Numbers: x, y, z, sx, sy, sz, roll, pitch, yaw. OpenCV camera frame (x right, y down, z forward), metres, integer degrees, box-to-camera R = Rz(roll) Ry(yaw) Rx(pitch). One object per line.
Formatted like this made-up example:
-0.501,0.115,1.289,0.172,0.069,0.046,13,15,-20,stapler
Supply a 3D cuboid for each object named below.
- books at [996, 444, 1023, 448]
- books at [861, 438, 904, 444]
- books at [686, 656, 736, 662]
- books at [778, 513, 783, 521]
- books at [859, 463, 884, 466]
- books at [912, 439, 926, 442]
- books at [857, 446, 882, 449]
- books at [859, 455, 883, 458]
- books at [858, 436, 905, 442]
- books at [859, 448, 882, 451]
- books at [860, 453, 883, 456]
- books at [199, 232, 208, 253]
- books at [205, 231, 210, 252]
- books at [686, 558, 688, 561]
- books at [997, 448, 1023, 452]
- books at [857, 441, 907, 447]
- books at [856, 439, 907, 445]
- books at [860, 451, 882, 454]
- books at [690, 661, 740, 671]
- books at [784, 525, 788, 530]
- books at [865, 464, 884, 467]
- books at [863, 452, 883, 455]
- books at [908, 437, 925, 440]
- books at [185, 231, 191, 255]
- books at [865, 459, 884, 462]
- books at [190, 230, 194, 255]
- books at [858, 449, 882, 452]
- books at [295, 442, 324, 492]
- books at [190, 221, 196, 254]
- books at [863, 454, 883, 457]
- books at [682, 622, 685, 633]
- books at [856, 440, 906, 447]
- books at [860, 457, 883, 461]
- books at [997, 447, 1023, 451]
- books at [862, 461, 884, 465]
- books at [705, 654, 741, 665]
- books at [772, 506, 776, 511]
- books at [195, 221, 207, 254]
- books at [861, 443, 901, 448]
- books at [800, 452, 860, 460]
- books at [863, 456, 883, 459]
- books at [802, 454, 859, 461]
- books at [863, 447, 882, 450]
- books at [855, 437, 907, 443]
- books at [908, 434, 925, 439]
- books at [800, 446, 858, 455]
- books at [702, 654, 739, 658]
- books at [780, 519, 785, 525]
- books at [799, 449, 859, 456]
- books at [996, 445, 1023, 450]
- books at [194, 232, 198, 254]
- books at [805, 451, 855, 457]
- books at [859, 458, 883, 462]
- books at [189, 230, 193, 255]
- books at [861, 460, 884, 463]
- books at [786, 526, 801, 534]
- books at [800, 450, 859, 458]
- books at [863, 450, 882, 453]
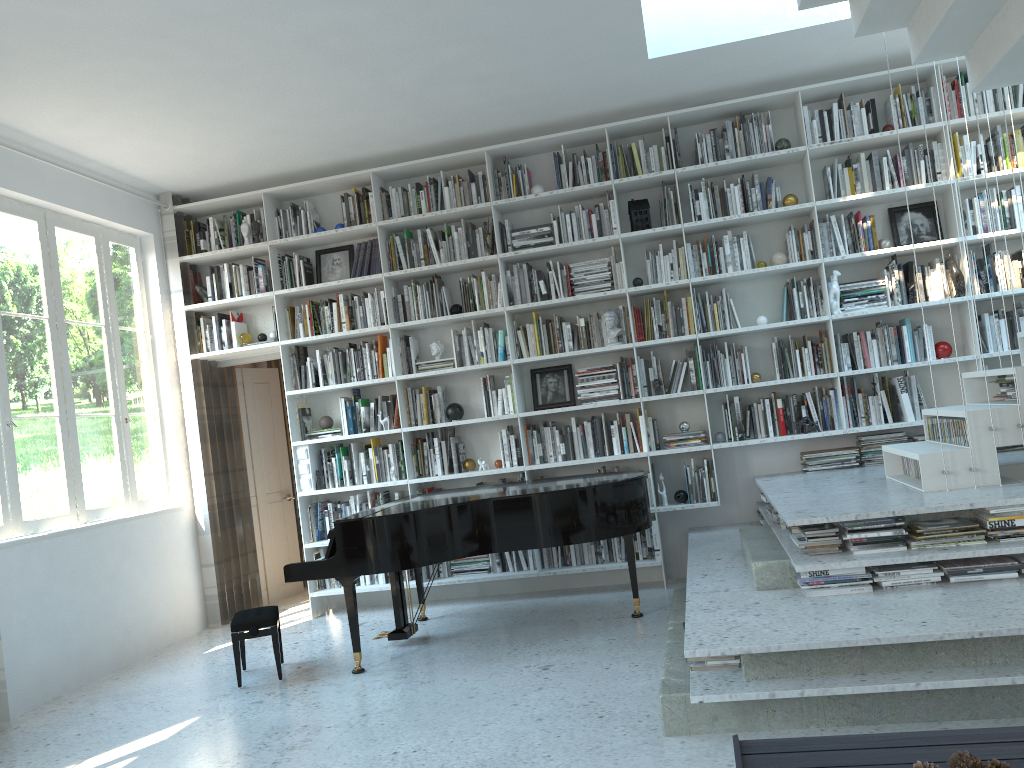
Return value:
3.164,0.386,5.640,0.359,0.009,0.201,-8,-3,12,books
2.409,0.369,5.787,0.254,0.006,0.161,-8,-3,15,books
0.790,1.054,3.498,0.187,0.017,0.205,-8,-3,16,books
1.478,0.677,4.570,0.174,0.029,0.250,-8,-3,9,books
2.427,0.509,5.792,0.285,0.007,0.159,-8,-3,11,books
2.772,0.345,5.717,0.328,0.008,0.207,-8,-3,13,books
2.411,0.402,5.791,0.285,0.005,0.159,-8,-3,9,books
2.422,0.460,5.789,0.285,0.007,0.159,-8,-3,13,books
2.407,0.359,5.786,0.254,0.006,0.161,-7,-3,6,books
2.416,0.413,5.795,0.285,0.007,0.159,-8,-3,11,books
2.418,0.447,5.784,0.285,0.007,0.159,-8,-3,7,books
-2.310,-1.048,6.748,0.028,0.186,0.182,-8,-2,11,books
-2.277,-1.056,6.767,0.031,0.195,0.145,-8,-2,11,books
1.084,0.992,5.001,0.193,0.005,0.225,-8,-3,7,books
3.168,0.413,5.639,0.320,0.009,0.203,-8,-3,10,books
2.410,0.391,5.794,0.285,0.005,0.159,-8,-3,12,books
2.406,0.375,5.787,0.285,0.005,0.159,-8,-3,7,books
2.416,0.433,5.782,0.285,0.007,0.159,-7,-3,6,books
0.800,1.085,3.496,0.184,0.017,0.230,-8,-3,13,books
1.489,0.717,4.568,0.167,0.024,0.192,-8,-3,12,books
2.426,0.516,5.785,0.254,0.007,0.161,-8,-3,14,books
2.419,0.440,5.791,0.254,0.007,0.161,-8,-3,12,books
2.768,0.330,5.709,0.368,0.007,0.206,-7,-3,6,books
-2.440,-1.047,6.773,0.014,0.219,0.188,-8,-2,11,books
2.423,0.488,5.790,0.254,0.007,0.161,-8,-3,12,books
-2.397,-1.055,6.777,0.023,0.223,0.151,-8,-2,11,books
2.416,0.420,5.792,0.285,0.007,0.159,-8,-3,12,books
-1.474,0.612,6.540,0.106,0.340,0.307,-8,-2,11,books
-2.385,-1.089,6.765,0.014,0.286,0.175,-8,-2,11,books
2.419,0.454,5.785,0.254,0.007,0.161,-8,-3,7,books
0.777,0.969,3.502,0.192,0.014,0.256,-7,-3,7,books
2.409,0.386,5.794,0.285,0.005,0.159,-8,-3,10,books
2.422,0.474,5.781,0.285,0.007,0.159,-8,-3,16,books
3.164,0.404,5.629,0.320,0.009,0.203,-8,-3,16,books
2.424,0.502,5.783,0.254,0.007,0.161,-8,-3,15,books
0.827,1.065,3.491,0.132,0.014,0.205,-8,-3,11,books
1.461,0.641,4.574,0.192,0.014,0.256,-7,-3,7,books
-2.342,-1.086,6.753,0.025,0.269,0.177,-8,-2,11,books
2.411,0.397,5.793,0.254,0.006,0.161,-8,-3,10,books
2.092,0.470,5.848,0.346,0.007,0.193,-7,-3,6,books
2.422,0.468,5.784,0.254,0.007,0.161,-8,-3,7,books
2.095,0.477,5.856,0.346,0.007,0.193,-8,-3,13,books
2.412,0.407,5.795,0.254,0.006,0.161,-8,-3,11,books
2.409,0.364,5.789,0.285,0.005,0.159,-8,-3,8,books
2.769,0.323,5.718,0.368,0.007,0.205,-8,-3,13,books
2.090,0.440,5.857,0.346,0.007,0.193,-8,-3,13,books
0.819,1.032,3.493,0.137,0.019,0.224,-8,-3,12,books
1.476,0.700,4.570,0.178,0.015,0.187,-8,-3,16,books
2.091,0.448,5.857,0.346,0.007,0.193,-8,-3,9,books
3.163,0.395,5.628,0.359,0.009,0.201,-7,-3,6,books
-2.360,-1.046,6.762,0.024,0.194,0.167,-8,-2,11,books
2.092,0.455,5.857,0.308,0.008,0.195,-8,-3,13,books
2.421,0.481,5.784,0.285,0.007,0.159,-8,-3,7,books
-2.418,-1.054,6.791,0.024,0.228,0.130,-8,-2,11,books
2.425,0.495,5.792,0.254,0.007,0.161,-8,-3,11,books
1.421,0.685,4.270,0.177,0.026,0.230,-8,-3,11,books
2.093,0.463,5.857,0.346,0.007,0.193,-8,-3,13,books
2.417,0.427,5.792,0.254,0.007,0.161,-8,-3,12,books
